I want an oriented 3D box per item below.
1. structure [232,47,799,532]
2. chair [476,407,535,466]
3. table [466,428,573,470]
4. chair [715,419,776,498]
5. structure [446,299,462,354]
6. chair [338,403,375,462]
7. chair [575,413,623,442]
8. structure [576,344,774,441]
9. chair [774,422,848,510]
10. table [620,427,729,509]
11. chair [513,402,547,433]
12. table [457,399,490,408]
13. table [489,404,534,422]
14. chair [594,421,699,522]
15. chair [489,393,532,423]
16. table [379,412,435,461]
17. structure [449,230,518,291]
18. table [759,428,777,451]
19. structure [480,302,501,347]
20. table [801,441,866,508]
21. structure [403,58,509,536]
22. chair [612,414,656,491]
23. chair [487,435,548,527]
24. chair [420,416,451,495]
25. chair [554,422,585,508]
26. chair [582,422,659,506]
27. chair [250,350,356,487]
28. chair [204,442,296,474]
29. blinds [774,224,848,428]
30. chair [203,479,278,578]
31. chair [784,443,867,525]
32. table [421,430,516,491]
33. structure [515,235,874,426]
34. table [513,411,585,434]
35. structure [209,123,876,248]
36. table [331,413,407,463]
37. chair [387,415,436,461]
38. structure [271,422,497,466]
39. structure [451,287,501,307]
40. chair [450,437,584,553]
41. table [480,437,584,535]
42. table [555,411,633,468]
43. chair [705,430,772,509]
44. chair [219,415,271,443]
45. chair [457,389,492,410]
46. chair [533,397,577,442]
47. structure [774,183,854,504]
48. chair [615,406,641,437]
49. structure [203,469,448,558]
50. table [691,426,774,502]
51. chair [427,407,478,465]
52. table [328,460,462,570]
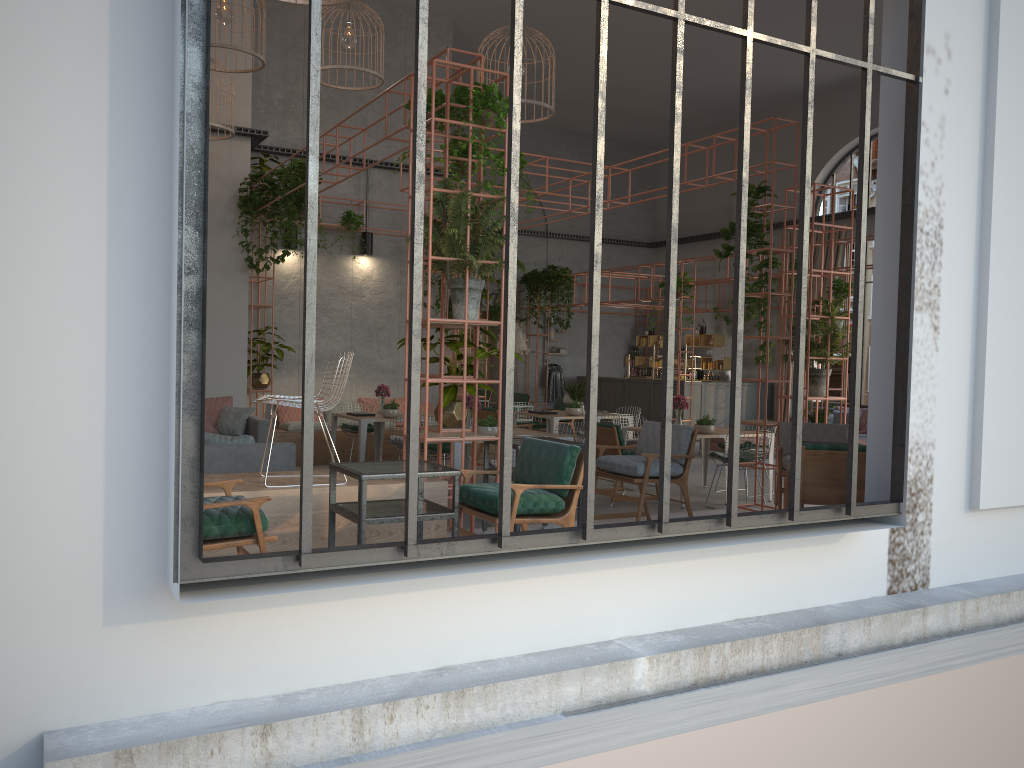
[{"bbox_3d":[-2.220,-1.187,13.810,4.501,4.345,14.096,0,2,-30],"label":"structure"},{"bbox_3d":[-0.098,0.807,12.870,0.685,0.917,0.722,0,2,-29],"label":"chair"},{"bbox_3d":[0.046,0.947,9.716,0.694,0.830,1.214,0,2,-29],"label":"table"},{"bbox_3d":[2.987,0.928,11.310,0.717,0.941,0.565,0,2,-33],"label":"chair"},{"bbox_3d":[-1.515,-1.464,20.686,0.921,1.527,0.950,2,2,4],"label":"structure"},{"bbox_3d":[-2.171,0.756,12.687,0.565,0.941,0.717,1,2,-28],"label":"chair"},{"bbox_3d":[1.204,0.849,12.437,0.565,0.941,0.717,1,2,-13],"label":"chair"},{"bbox_3d":[3.701,0.117,20.708,2.579,2.022,4.057,0,2,-29],"label":"structure"},{"bbox_3d":[2.846,0.836,8.298,0.722,0.914,0.685,2,2,11],"label":"chair"},{"bbox_3d":[1.948,0.978,10.711,0.694,0.830,1.205,0,2,-29],"label":"table"},{"bbox_3d":[0.298,0.776,14.056,0.565,0.941,0.717,1,2,-28],"label":"chair"},{"bbox_3d":[-0.867,0.710,17.840,0.635,0.798,0.602,0,2,-29],"label":"table"},{"bbox_3d":[-0.018,0.778,16.306,0.635,0.798,0.602,0,2,-29],"label":"table"},{"bbox_3d":[1.134,0.804,7.678,0.685,0.929,0.722,0,2,-29],"label":"chair"},{"bbox_3d":[-0.055,0.649,18.296,0.685,0.930,0.722,0,2,-29],"label":"chair"},{"bbox_3d":[-1.277,0.841,12.107,0.694,0.830,1.214,0,2,-29],"label":"table"},{"bbox_3d":[-0.773,-2.901,20.849,1.939,1.514,0.856,0,2,-35],"label":"structure"},{"bbox_3d":[5.023,1.072,16.407,0.520,0.455,0.916,0,2,-29],"label":"table"},{"bbox_3d":[-0.381,-1.436,21.364,0.950,1.527,0.921,0,2,-31],"label":"structure"},{"bbox_3d":[2.688,0.913,7.465,0.602,0.798,0.635,2,2,11],"label":"table"},{"bbox_3d":[-0.307,-0.540,6.586,0.748,3.623,0.722,0,2,-29],"label":"structure"},{"bbox_3d":[1.661,0.885,11.631,0.565,0.941,0.717,1,2,-28],"label":"chair"},{"bbox_3d":[0.060,0.934,8.677,0.565,0.941,0.717,1,2,-13],"label":"chair"},{"bbox_3d":[-0.846,0.862,10.296,0.565,0.941,0.717,1,2,-28],"label":"chair"},{"bbox_3d":[0.479,0.905,9.975,0.717,0.941,0.565,0,2,-33],"label":"chair"},{"bbox_3d":[1.264,0.915,10.445,0.685,0.917,0.722,0,2,-29],"label":"chair"},{"bbox_3d":[-1.481,0.222,6.276,0.717,0.941,0.565,1,2,-20],"label":"chair"},{"bbox_3d":[-2.624,0.776,8.074,1.056,0.586,1.127,0,2,-29],"label":"chair"},{"bbox_3d":[6.907,-1.004,17.154,0.414,4.389,4.957,1,2,-28],"label":"blinds"},{"bbox_3d":[-1.678,0.821,4.788,0.685,0.929,0.722,0,2,-29],"label":"chair"},{"bbox_3d":[2.388,0.879,6.446,0.722,0.917,0.685,2,2,11],"label":"chair"},{"bbox_3d":[-0.560,0.942,9.375,0.694,0.830,1.205,0,2,-29],"label":"table"},{"bbox_3d":[5.139,-0.512,16.095,4.157,4.247,14.689,0,2,-29],"label":"structure"},{"bbox_3d":[0.585,0.856,13.135,0.694,0.830,1.205,0,2,-29],"label":"table"},{"bbox_3d":[0.749,-3.402,13.210,15.603,0.110,15.203,0,2,-29],"label":"structure"},{"bbox_3d":[-1.884,0.836,11.766,0.694,0.830,1.205,0,2,-29],"label":"table"},{"bbox_3d":[-1.265,0.828,11.068,0.565,0.941,0.717,1,2,-13],"label":"chair"},{"bbox_3d":[-3.275,0.845,16.210,4.386,0.500,5.831,0,2,-29],"label":"structure"},{"bbox_3d":[-0.851,-2.068,20.965,1.312,0.505,0.063,0,2,-29],"label":"structure"},{"bbox_3d":[0.038,0.836,5.740,0.685,0.929,0.722,0,2,-29],"label":"chair"},{"bbox_3d":[0.167,0.859,7.155,0.635,0.798,0.602,0,2,-29],"label":"table"},{"bbox_3d":[1.192,0.861,13.476,0.694,0.830,1.214,0,2,-29],"label":"table"},{"bbox_3d":[2.568,0.957,10.012,0.565,0.941,0.717,1,2,-13],"label":"chair"},{"bbox_3d":[-3.566,0.718,10.613,1.127,0.672,1.052,0,2,-29],"label":"chair"},{"bbox_3d":[-0.894,0.582,19.811,0.685,0.930,0.722,0,2,-29],"label":"chair"},{"bbox_3d":[0.803,0.718,16.748,0.685,0.929,0.722,0,2,-29],"label":"chair"},{"bbox_3d":[3.334,-0.346,9.797,0.624,3.602,0.424,0,2,-29],"label":"structure"},{"bbox_3d":[1.623,0.820,13.735,0.717,0.941,0.565,0,2,-33],"label":"chair"},{"bbox_3d":[-3.160,0.599,7.825,3.396,1.111,9.152,0,2,-29],"label":"structure"},{"bbox_3d":[2.555,0.982,11.052,0.694,0.830,1.214,0,2,-29],"label":"table"},{"bbox_3d":[-0.846,0.799,12.366,0.717,0.941,0.565,0,2,-33],"label":"chair"},{"bbox_3d":[-0.717,0.893,5.318,0.635,0.798,0.602,0,2,-29],"label":"table"}]
